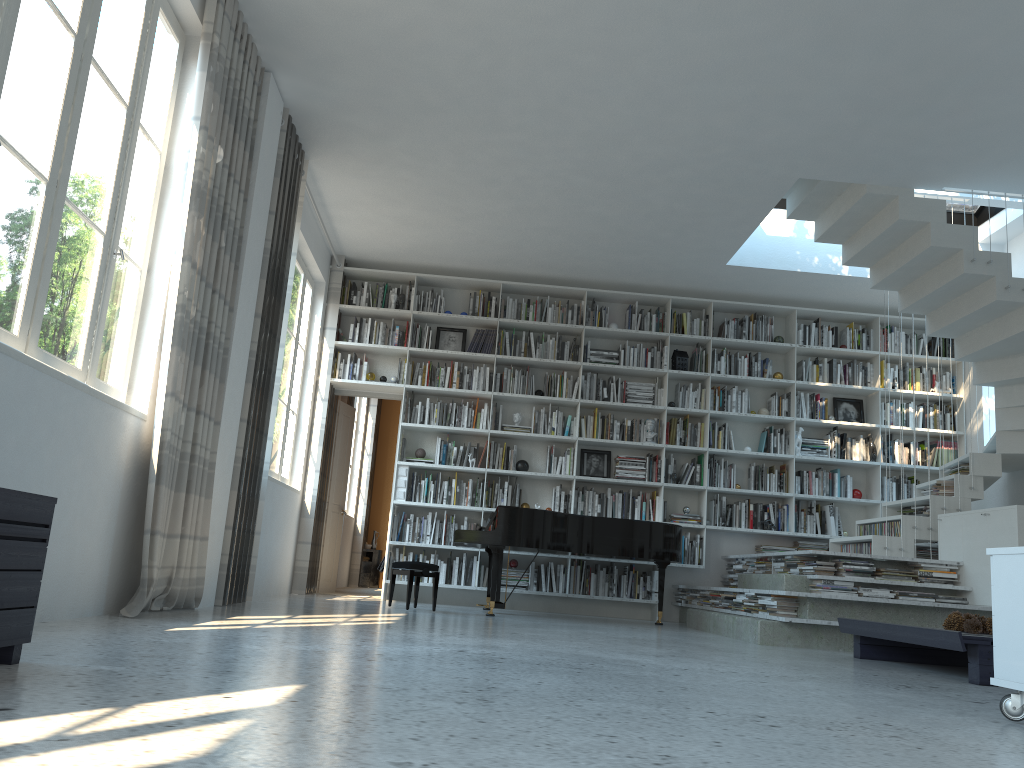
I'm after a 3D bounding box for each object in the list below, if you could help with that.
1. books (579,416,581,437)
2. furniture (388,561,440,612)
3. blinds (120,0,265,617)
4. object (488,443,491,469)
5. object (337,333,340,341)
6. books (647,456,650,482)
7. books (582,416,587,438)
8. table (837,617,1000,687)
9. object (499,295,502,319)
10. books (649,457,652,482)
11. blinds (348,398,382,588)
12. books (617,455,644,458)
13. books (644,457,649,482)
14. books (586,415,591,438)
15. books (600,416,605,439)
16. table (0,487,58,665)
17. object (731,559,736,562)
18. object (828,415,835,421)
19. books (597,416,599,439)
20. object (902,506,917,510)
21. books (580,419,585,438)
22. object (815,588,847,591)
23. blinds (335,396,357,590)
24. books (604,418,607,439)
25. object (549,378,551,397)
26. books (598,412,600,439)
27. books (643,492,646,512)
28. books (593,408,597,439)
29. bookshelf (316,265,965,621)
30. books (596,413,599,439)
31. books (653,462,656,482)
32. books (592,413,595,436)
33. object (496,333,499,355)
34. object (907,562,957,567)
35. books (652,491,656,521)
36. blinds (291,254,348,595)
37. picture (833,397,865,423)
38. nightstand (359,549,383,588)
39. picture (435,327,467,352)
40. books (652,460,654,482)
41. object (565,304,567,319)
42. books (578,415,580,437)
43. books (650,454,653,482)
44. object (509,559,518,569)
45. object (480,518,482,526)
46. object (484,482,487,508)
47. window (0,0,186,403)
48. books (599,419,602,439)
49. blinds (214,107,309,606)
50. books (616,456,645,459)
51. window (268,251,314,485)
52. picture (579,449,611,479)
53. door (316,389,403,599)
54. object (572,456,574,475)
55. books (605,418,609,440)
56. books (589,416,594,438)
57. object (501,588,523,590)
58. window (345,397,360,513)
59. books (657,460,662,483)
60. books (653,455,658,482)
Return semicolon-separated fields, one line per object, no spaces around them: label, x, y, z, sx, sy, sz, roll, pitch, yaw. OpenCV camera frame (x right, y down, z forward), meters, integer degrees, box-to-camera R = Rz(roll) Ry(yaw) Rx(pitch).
books;0.655;0.441;8.670;0.011;0.234;0.142;5;-12;-2
furniture;-0.744;1.519;6.701;0.240;0.352;0.468;10;-13;-26
blinds;-1.610;-0.485;4.634;0.183;3.253;1.028;5;-12;-3
object;-0.217;0.711;8.574;0.012;0.270;0.131;5;-12;-2
object;-1.714;-0.515;8.714;0.035;0.295;0.176;5;-12;-2
books;1.310;0.841;8.603;0.011;0.260;0.184;5;-12;-2
books;0.706;0.440;8.659;0.042;0.241;0.162;5;-12;-2
table;2.493;1.346;4.397;1.270;0.217;1.260;5;-12;-2
object;-0.117;-0.731;8.858;0.012;0.284;0.160;5;-12;-2
books;1.332;0.847;8.614;0.013;0.255;0.163;5;-12;-2
blinds;-2.031;1.225;12.556;0.140;3.223;0.778;5;-12;-2
books;1.151;0.713;8.624;0.254;0.012;0.161;4;-12;2
books;1.297;0.844;8.605;0.012;0.253;0.161;5;-12;-2
books;0.740;0.442;8.670;0.026;0.247;0.139;5;-12;-2
books;0.879;0.449;8.682;0.028;0.259;0.135;5;-12;-2
table;-1.428;0.377;1.795;0.523;0.414;0.928;5;-12;-2
object;2.179;1.683;8.424;0.131;0.024;0.291;4;-12;0
object;3.143;0.352;8.769;0.092;0.092;0.091;15;-16;-42
books;0.826;0.449;8.668;0.010;0.244;0.150;5;-12;-2
object;3.485;1.075;7.651;0.161;0.025;0.175;4;-12;2
books;0.687;0.452;8.644;0.053;0.208;0.156;5;-12;-2
object;2.278;1.465;6.312;0.204;0.004;0.140;4;-12;1
blinds;-1.888;0.641;9.822;0.140;3.223;0.778;5;-12;-2
books;0.899;0.462;8.660;0.012;0.227;0.170;5;-12;-2
object;0.366;0.059;8.730;0.010;0.225;0.143;5;-12;-2
books;0.838;0.429;8.654;0.010;0.280;0.171;5;-12;-2
books;1.271;1.190;8.552;0.010;0.283;0.132;5;-12;-2
books;0.804;0.405;8.643;0.014;0.317;0.188;5;-12;-2
bookshelf;1.234;0.679;8.576;6.297;3.134;0.331;5;-12;-2
books;0.816;0.431;8.638;0.015;0.266;0.189;5;-12;-2
books;1.370;0.870;8.616;0.021;0.217;0.132;5;-12;-2
books;0.788;0.429;8.682;0.010;0.283;0.137;5;-12;-2
object;-0.146;-0.358;8.781;0.012;0.253;0.161;5;-12;-2
object;3.070;1.316;6.492;0.284;0.030;0.177;5;-12;-2
books;1.362;1.187;8.549;0.011;0.299;0.149;5;-12;-2
blinds;-1.828;0.395;8.668;0.140;3.223;0.778;5;-12;-2
picture;3.375;0.287;8.883;0.300;0.299;0.077;5;-12;-2
nightstand;-2.160;2.565;12.408;0.650;0.517;0.432;4;-12;1
picture;-0.609;-0.418;8.816;0.300;0.299;0.077;5;-12;-2
books;1.354;0.862;8.619;0.013;0.232;0.134;5;-12;-2
object;0.534;-0.658;8.875;0.010;0.246;0.157;5;-12;-2
books;0.646;0.418;8.675;0.010;0.281;0.140;5;-12;-2
books;1.345;0.832;8.617;0.011;0.287;0.152;5;-12;-2
object;0.016;1.690;8.334;0.086;0.087;0.086;10;-13;-24
object;-0.308;1.421;8.435;0.017;0.289;0.089;5;-12;-2
object;-0.257;1.072;8.487;0.012;0.253;0.161;5;-12;-2
window;-17.286;-7.567;13.511;32.802;18.494;18.578;4;-12;2
books;0.852;0.461;8.672;0.024;0.228;0.148;5;-12;-2
blinds;-1.684;-0.189;5.934;0.140;3.223;0.778;5;-12;-2
books;1.150;0.726;8.624;0.254;0.012;0.161;5;-12;-5
window;-1.900;-0.208;7.309;0.073;2.004;1.988;5;-12;-2
picture;0.813;0.788;8.648;0.300;0.299;0.077;5;-12;-2
door;-1.558;1.124;8.969;0.834;1.976;0.788;5;-12;-2
object;0.581;0.807;8.601;0.017;0.215;0.104;5;-12;-2
books;0.917;0.461;8.669;0.025;0.235;0.137;5;-12;-2
books;0.767;0.446;8.664;0.029;0.239;0.156;5;-12;-2
object;0.000;1.923;8.322;0.254;0.007;0.161;4;-12;1
window;-2.103;0.622;11.194;0.073;2.004;1.988;5;-12;-2
books;1.410;0.862;8.592;0.034;0.229;0.200;5;-12;-2
books;1.389;0.838;8.606;0.011;0.279;0.186;5;-12;-2
